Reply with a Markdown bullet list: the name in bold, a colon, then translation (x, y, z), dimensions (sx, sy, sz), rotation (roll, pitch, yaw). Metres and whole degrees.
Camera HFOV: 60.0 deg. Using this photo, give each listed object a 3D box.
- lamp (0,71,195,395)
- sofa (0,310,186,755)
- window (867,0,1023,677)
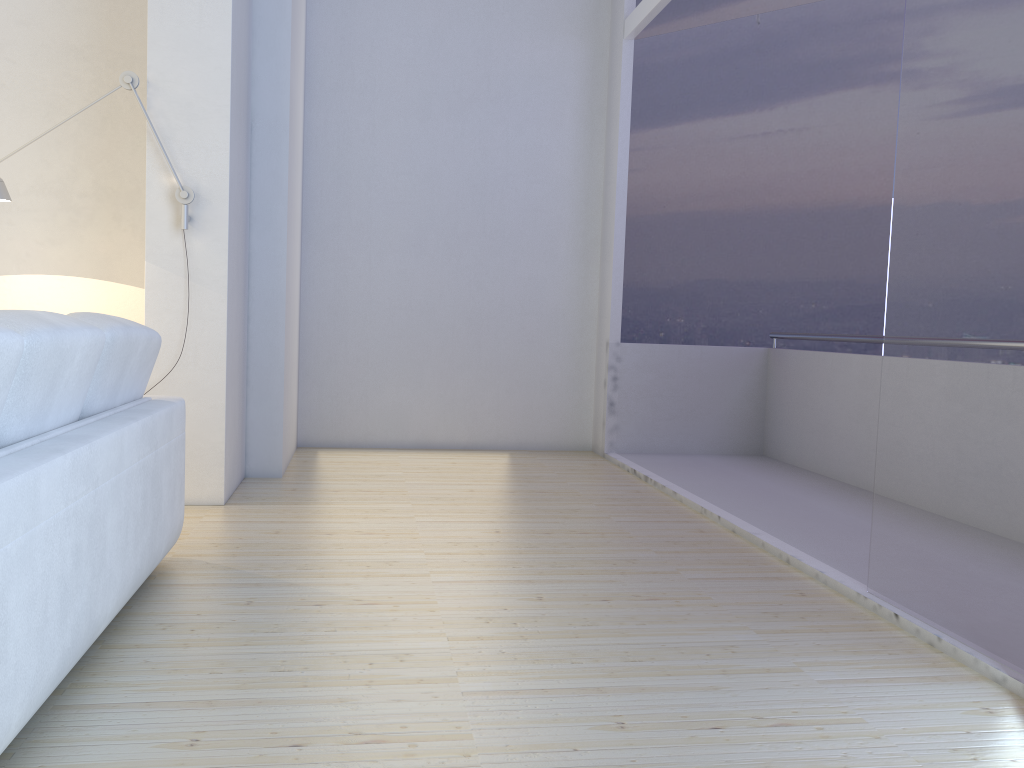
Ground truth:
- **lamp**: translation (-1.849, -0.423, 3.858), dimensions (0.891, 1.841, 0.204), rotation (1, 4, -14)
- **sofa**: translation (-1.434, 0.249, 2.059), dimensions (0.941, 0.862, 2.166), rotation (1, 4, -10)
- **window**: translation (1.470, -0.559, 1.355), dimensions (0.012, 2.706, 2.988), rotation (1, 4, -10)
